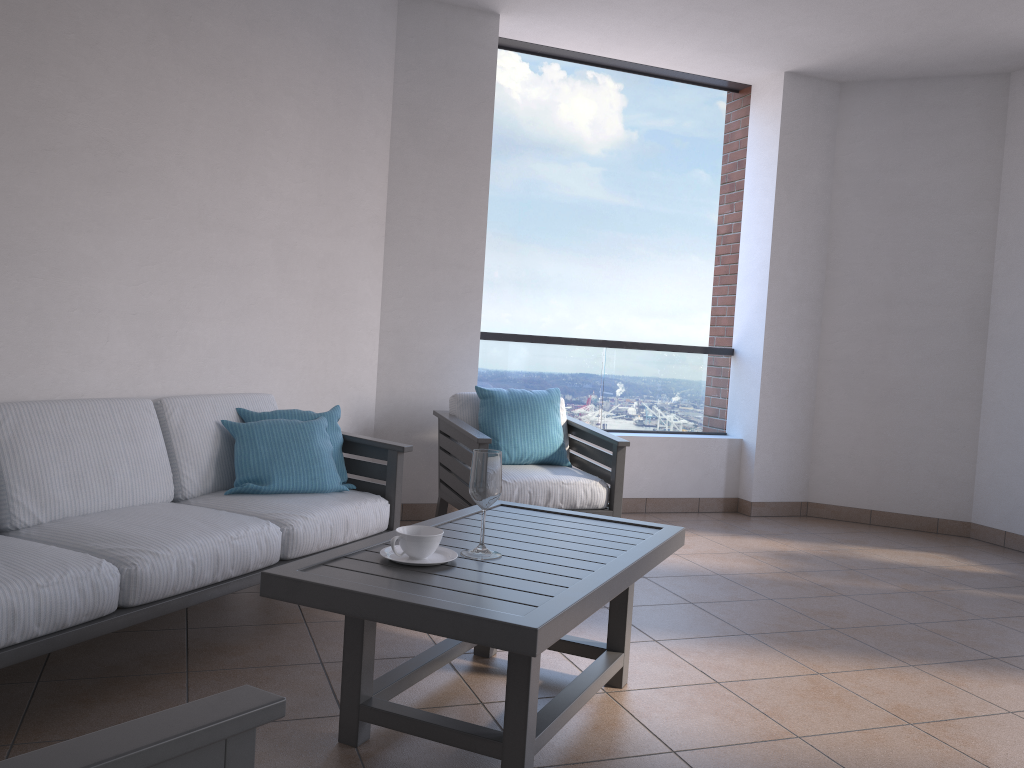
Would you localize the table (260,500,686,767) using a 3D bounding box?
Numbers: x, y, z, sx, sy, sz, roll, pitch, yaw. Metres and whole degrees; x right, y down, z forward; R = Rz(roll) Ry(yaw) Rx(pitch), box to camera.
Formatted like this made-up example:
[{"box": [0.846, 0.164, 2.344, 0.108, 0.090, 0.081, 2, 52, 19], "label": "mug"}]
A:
[{"box": [-0.023, 0.694, 2.524, 0.710, 0.473, 1.260, 5, 3, 24], "label": "table"}]

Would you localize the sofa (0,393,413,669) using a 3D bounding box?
[{"box": [-1.239, 0.453, 2.879, 0.807, 0.765, 2.161, 5, 3, 24], "label": "sofa"}]

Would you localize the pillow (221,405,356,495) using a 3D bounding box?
[{"box": [-0.881, 0.276, 3.546, 0.543, 0.370, 0.377, 2, 3, -25], "label": "pillow"}]

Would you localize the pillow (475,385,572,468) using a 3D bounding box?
[{"box": [0.046, 0.228, 4.724, 0.510, 0.426, 0.316, 2, 3, -23], "label": "pillow"}]

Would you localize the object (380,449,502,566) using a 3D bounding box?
[{"box": [-0.171, 0.319, 2.328, 0.337, 0.284, 0.203, 3, 3, -15], "label": "object"}]

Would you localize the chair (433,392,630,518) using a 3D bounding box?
[{"box": [0.062, 0.453, 4.639, 0.797, 0.765, 0.807, 3, 3, -20], "label": "chair"}]

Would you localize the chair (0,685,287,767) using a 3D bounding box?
[{"box": [-0.835, 0.569, 0.947, 0.797, 0.765, 0.807, 5, 3, 30], "label": "chair"}]
